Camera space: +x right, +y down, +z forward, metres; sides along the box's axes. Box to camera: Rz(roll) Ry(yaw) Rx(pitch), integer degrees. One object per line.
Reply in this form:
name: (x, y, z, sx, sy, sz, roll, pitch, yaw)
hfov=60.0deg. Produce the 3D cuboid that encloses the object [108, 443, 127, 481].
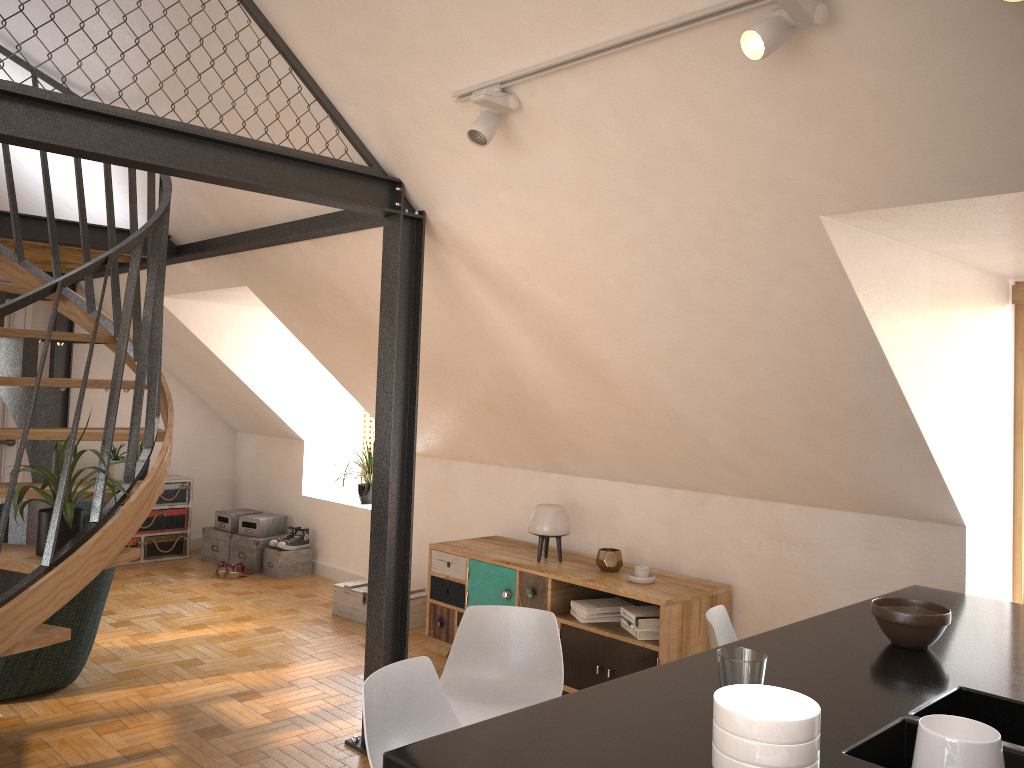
object: (-3.347, 0.652, 7.483, 0.233, 0.330, 0.214, 4, -2, -38)

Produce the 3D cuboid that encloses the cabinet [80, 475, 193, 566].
cabinet: (-3.243, 1.170, 7.646, 0.832, 0.697, 0.379, 3, -2, -44)

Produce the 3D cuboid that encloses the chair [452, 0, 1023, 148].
chair: (-0.457, 0.223, 0.664, 4.013, 2.691, 3.490, 3, -1, -43)

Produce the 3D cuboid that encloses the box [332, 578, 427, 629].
box: (-0.884, 1.487, 6.025, 0.641, 0.219, 0.375, 2, -1, 41)

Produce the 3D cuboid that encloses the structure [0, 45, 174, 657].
structure: (-2.329, -0.349, 3.880, 1.626, 3.825, 2.247, 3, -2, -29)

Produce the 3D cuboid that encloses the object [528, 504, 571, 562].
object: (0.211, 0.842, 5.010, 0.240, 0.313, 0.240, 3, -2, -34)

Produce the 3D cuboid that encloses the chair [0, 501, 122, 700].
chair: (-2.525, 1.054, 4.566, 0.897, 0.966, 0.899, 1, -2, 32)

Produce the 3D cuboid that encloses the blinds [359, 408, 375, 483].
blinds: (-0.870, 0.178, 7.500, 0.069, 1.487, 1.430, 5, -3, -44)

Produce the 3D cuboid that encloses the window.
window: (-1.680, -0.676, 2.367, 8.618, 4.474, 7.784, 3, -1, -44)

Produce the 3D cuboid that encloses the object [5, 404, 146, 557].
object: (-1.802, 0.371, 3.502, 0.457, 0.593, 0.527, 1, -2, 34)

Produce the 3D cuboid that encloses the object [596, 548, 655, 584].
object: (0.592, 0.953, 4.658, 0.148, 0.114, 0.425, 3, -1, -29)

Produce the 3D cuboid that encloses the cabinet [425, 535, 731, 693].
cabinet: (0.283, 1.316, 4.934, 0.595, 0.635, 1.758, 4, -1, -44)

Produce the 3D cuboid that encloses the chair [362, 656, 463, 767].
chair: (-0.155, 1.171, 2.178, 0.430, 0.868, 0.403, 1, -3, 27)

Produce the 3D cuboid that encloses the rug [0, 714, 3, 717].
rug: (-4.198, 1.470, 3.491, 3.495, 0.010, 1.700, 2, 0, -44)

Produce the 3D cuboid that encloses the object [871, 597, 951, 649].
object: (1.122, 0.679, 2.496, 0.206, 0.106, 0.206, 2, -1, 15)

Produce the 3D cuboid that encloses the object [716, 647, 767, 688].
object: (0.479, 0.636, 1.855, 0.103, 0.141, 0.103, 1, -2, 36)

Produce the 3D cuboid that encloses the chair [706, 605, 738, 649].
chair: (0.843, 1.210, 2.903, 0.430, 0.868, 0.403, 1, -2, 19)

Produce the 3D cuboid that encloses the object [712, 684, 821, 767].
object: (0.444, 0.630, 1.552, 0.181, 0.147, 0.181, 1, -2, 44)

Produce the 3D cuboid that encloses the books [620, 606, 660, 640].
books: (0.669, 1.178, 4.380, 0.221, 0.101, 0.277, 2, -1, -7)

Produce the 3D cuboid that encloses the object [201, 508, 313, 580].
object: (-2.271, 1.339, 7.503, 0.695, 0.430, 1.155, 3, -1, -44)

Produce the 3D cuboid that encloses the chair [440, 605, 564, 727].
chair: (-0.059, 1.178, 2.752, 0.404, 0.873, 0.429, 1, -2, 14)

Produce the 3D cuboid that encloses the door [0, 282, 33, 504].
door: (-4.388, 0.322, 6.797, 1.198, 2.305, 0.088, 4, -3, -44)

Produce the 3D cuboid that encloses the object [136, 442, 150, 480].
object: (-3.211, 0.621, 7.648, 0.169, 0.402, 0.168, 2, -2, 7)

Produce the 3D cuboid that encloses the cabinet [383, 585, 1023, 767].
cabinet: (0.971, 1.077, 2.107, 2.433, 1.138, 1.000, 3, -2, -44)

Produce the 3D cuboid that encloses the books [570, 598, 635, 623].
books: (0.474, 1.187, 4.646, 0.306, 0.073, 0.211, 2, -1, -19)

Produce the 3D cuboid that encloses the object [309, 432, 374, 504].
object: (-1.153, 0.680, 7.264, 1.017, 0.585, 0.921, 2, -1, -26)

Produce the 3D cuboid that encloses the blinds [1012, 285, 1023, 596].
blinds: (2.845, 0.294, 3.641, 0.069, 1.487, 1.430, 5, -3, -44)

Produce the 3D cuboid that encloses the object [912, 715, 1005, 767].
object: (0.840, 0.766, 1.668, 0.190, 0.232, 0.190, 2, -2, 9)
